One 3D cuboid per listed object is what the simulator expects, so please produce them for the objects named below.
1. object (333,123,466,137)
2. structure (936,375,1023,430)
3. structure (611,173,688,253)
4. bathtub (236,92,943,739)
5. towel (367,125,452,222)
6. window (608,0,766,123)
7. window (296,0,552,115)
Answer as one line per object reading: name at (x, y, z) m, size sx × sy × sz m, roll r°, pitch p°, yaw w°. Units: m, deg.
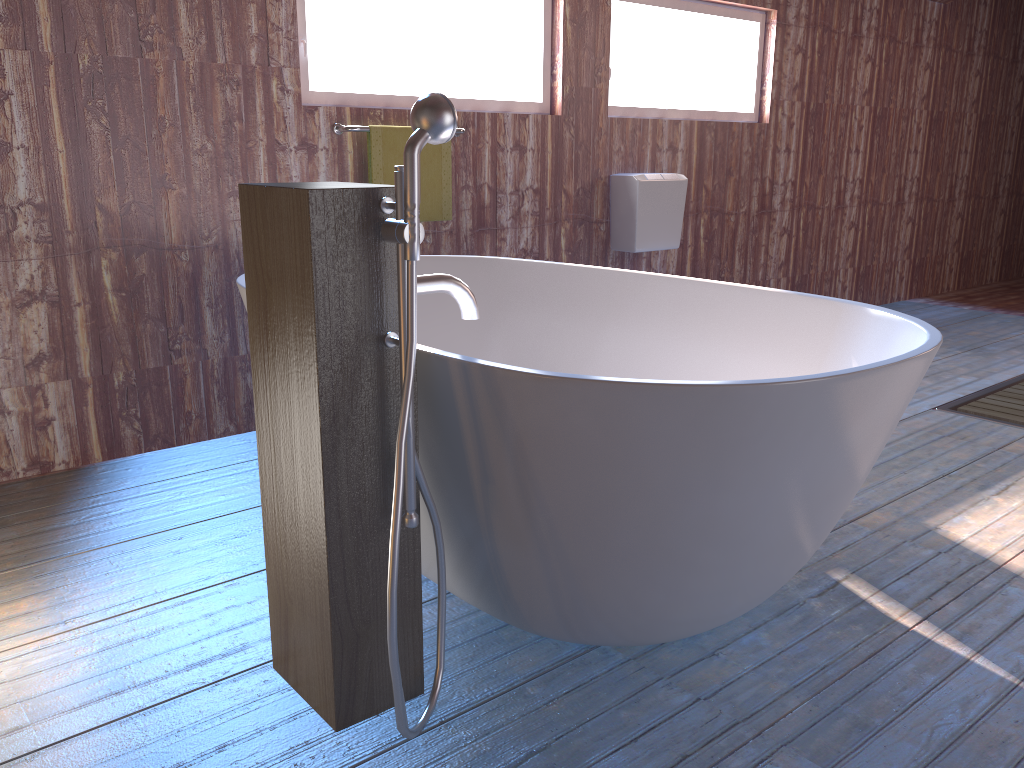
object at (-0.406, -0.975, 3.407) m, size 0.581 × 0.043 × 0.091 m, roll -12°, pitch 19°, yaw -38°
structure at (2.425, 0.146, 3.557) m, size 1.000 × 0.067 × 1.000 m, roll -12°, pitch 19°, yaw -39°
structure at (0.660, -0.832, 4.290) m, size 0.358 × 0.363 × 0.182 m, roll -12°, pitch 19°, yaw -38°
bathtub at (0.062, -0.127, 2.318) m, size 1.460 × 1.109 × 1.935 m, roll -5°, pitch 15°, yaw -18°
towel at (-0.388, -0.806, 3.420) m, size 0.370 × 0.361 × 0.032 m, roll -12°, pitch 19°, yaw -38°
window at (0.876, -1.639, 4.500) m, size 1.255 × 0.587 × 0.054 m, roll -12°, pitch 19°, yaw -38°
window at (-0.321, -1.396, 3.552) m, size 1.255 × 0.587 × 0.054 m, roll -12°, pitch 19°, yaw -38°
